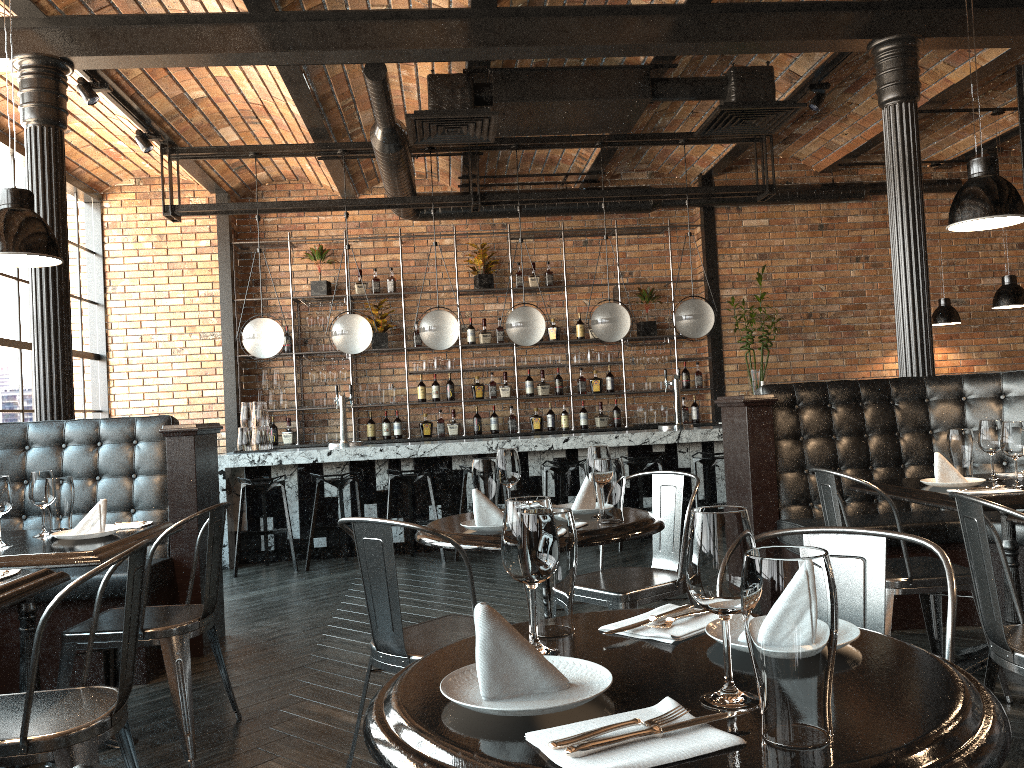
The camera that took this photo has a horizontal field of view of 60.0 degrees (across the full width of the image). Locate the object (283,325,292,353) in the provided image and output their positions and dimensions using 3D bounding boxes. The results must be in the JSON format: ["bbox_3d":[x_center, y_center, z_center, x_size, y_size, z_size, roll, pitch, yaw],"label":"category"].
[{"bbox_3d":[-2.326,-0.458,9.185,0.086,0.299,0.086,-5,-2,45],"label":"object"}]

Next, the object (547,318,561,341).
[{"bbox_3d":[0.443,-0.568,9.379,0.151,0.248,0.094,-4,-2,25],"label":"object"}]

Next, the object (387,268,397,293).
[{"bbox_3d":[-1.259,-1.076,9.277,0.083,0.282,0.083,-3,-2,11],"label":"object"}]

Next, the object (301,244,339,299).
[{"bbox_3d":[-2.000,-1.173,9.254,0.377,0.554,0.422,-2,-2,-16],"label":"object"}]

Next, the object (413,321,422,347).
[{"bbox_3d":[-0.992,-0.515,9.277,0.083,0.282,0.083,-2,-2,-19],"label":"object"}]

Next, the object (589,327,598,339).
[{"bbox_3d":[0.872,-0.606,9.397,0.123,0.279,0.123,-3,-2,5],"label":"object"}]

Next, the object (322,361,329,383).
[{"bbox_3d":[-1.953,-0.137,9.271,0.092,0.244,0.092,-3,-2,2],"label":"object"}]

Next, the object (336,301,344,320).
[{"bbox_3d":[-1.769,-0.724,9.138,0.092,0.244,0.092,-3,-2,2],"label":"object"}]

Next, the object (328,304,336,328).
[{"bbox_3d":[-1.884,-0.714,9.295,0.092,0.244,0.092,-3,-2,2],"label":"object"}]

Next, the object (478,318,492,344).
[{"bbox_3d":[-0.286,-0.548,9.314,0.123,0.279,0.123,-3,-2,-15],"label":"object"}]

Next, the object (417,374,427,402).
[{"bbox_3d":[-0.943,0.047,9.268,0.086,0.299,0.086,-5,-2,45],"label":"object"}]

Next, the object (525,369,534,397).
[{"bbox_3d":[0.185,-0.010,9.351,0.086,0.298,0.086,-5,-2,45],"label":"object"}]

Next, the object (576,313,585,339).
[{"bbox_3d":[0.724,-0.607,9.407,0.086,0.299,0.086,-5,-2,45],"label":"object"}]

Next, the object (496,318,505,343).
[{"bbox_3d":[-0.127,-0.558,9.339,0.083,0.282,0.083,-3,-2,-4],"label":"object"}]

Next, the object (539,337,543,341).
[{"bbox_3d":[0.280,-0.586,9.400,0.086,0.298,0.086,-5,-2,45],"label":"object"}]

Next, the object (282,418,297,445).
[{"bbox_3d":[-2.296,0.486,9.139,0.123,0.279,0.123,-3,-2,10],"label":"object"}]

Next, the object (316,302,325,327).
[{"bbox_3d":[-1.971,-0.714,9.123,0.092,0.244,0.092,-3,-2,2],"label":"object"}]

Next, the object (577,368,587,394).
[{"bbox_3d":[0.737,-0.030,9.383,0.083,0.282,0.083,-2,-2,-19],"label":"object"}]

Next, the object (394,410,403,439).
[{"bbox_3d":[-1.189,0.422,9.240,0.086,0.298,0.086,-5,-2,45],"label":"object"}]

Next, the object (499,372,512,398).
[{"bbox_3d":[-0.065,0.012,9.311,0.123,0.279,0.123,-3,-2,10],"label":"object"}]

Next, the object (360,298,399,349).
[{"bbox_3d":[-1.377,-0.617,9.226,0.430,0.526,0.425,-3,-2,8],"label":"object"}]

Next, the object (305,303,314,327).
[{"bbox_3d":[-2.081,-0.709,9.115,0.092,0.244,0.092,-3,-2,2],"label":"object"}]

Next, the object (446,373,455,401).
[{"bbox_3d":[-0.647,0.031,9.287,0.086,0.297,0.086,-5,-2,45],"label":"object"}]

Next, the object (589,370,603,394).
[{"bbox_3d":[0.890,-0.019,9.393,0.151,0.248,0.094,-3,-2,5],"label":"object"}]

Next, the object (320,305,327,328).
[{"bbox_3d":[-1.983,-0.709,9.288,0.092,0.244,0.092,-3,-2,2],"label":"object"}]

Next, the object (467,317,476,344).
[{"bbox_3d":[-0.429,-0.551,9.325,0.086,0.298,0.086,-5,-2,45],"label":"object"}]

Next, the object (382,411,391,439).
[{"bbox_3d":[-1.309,0.428,9.256,0.086,0.298,0.086,-5,-2,45],"label":"object"}]

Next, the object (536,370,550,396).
[{"bbox_3d":[0.327,-0.007,9.340,0.123,0.279,0.123,-3,-2,-15],"label":"object"}]

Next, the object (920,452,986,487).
[{"bbox_3d":[1.723,0.333,3.474,0.232,0.139,0.232,-5,-2,44],"label":"object"}]

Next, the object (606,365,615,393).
[{"bbox_3d":[1.042,-0.051,9.419,0.086,0.298,0.086,-5,-2,45],"label":"object"}]

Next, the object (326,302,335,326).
[{"bbox_3d":[-1.873,-0.719,9.130,0.092,0.244,0.092,-3,-2,2],"label":"object"}]

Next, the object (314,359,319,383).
[{"bbox_3d":[-2.063,-0.131,9.263,0.092,0.244,0.092,-3,-2,2],"label":"object"}]

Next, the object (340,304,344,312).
[{"bbox_3d":[-1.781,-0.719,9.302,0.092,0.244,0.092,-3,-2,2],"label":"object"}]

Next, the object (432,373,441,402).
[{"bbox_3d":[-0.800,0.039,9.304,0.086,0.298,0.086,-5,-2,45],"label":"object"}]

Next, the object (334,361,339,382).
[{"bbox_3d":[-1.855,-0.142,9.278,0.092,0.244,0.092,-3,-2,2],"label":"object"}]

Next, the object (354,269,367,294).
[{"bbox_3d":[-1.582,-1.057,9.255,0.123,0.279,0.123,-3,-2,-15],"label":"object"}]

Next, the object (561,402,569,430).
[{"bbox_3d":[0.557,0.336,9.358,0.080,0.299,0.080,-3,-2,-2],"label":"object"}]

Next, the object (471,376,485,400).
[{"bbox_3d":[-0.357,0.043,9.303,0.151,0.248,0.094,-3,-2,-15],"label":"object"}]

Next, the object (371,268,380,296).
[{"bbox_3d":[-1.425,-1.067,9.265,0.083,0.282,0.083,-2,-2,-19],"label":"object"}]

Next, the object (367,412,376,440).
[{"bbox_3d":[-1.464,0.436,9.219,0.086,0.299,0.086,-5,-2,45],"label":"object"}]

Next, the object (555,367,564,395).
[{"bbox_3d":[0.494,-0.026,9.369,0.086,0.299,0.086,-5,-2,45],"label":"object"}]

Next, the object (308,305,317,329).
[{"bbox_3d":[-2.092,-0.703,9.280,0.092,0.244,0.092,-3,-2,2],"label":"object"}]

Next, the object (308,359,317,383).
[{"bbox_3d":[-2.051,-0.137,9.099,0.092,0.244,0.092,-3,-2,2],"label":"object"}]

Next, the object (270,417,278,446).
[{"bbox_3d":[-2.452,0.483,9.117,0.086,0.297,0.086,-4,-2,30],"label":"object"}]

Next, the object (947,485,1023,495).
[{"bbox_3d":[1.733,0.380,3.215,0.255,0.019,0.157,-3,-2,-4],"label":"object"}]

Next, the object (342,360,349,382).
[{"bbox_3d":[-1.751,-0.147,9.286,0.092,0.244,0.092,-3,-2,2],"label":"object"}]

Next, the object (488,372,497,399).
[{"bbox_3d":[-0.205,0.017,9.315,0.083,0.282,0.083,-3,-2,-4],"label":"object"}]
